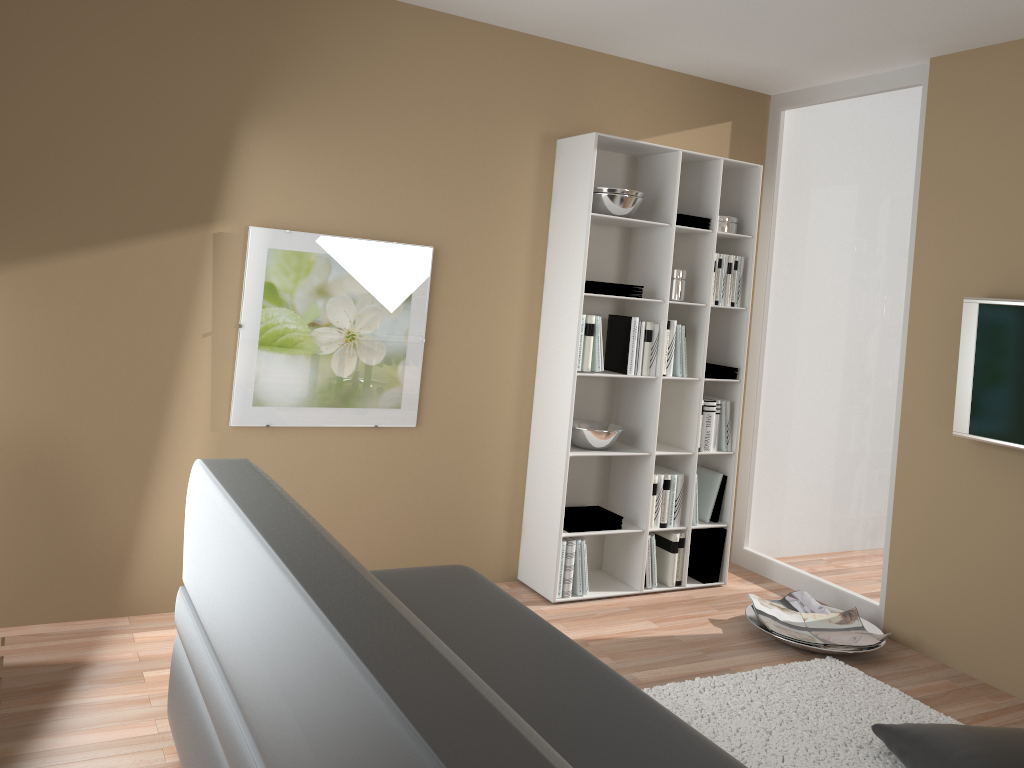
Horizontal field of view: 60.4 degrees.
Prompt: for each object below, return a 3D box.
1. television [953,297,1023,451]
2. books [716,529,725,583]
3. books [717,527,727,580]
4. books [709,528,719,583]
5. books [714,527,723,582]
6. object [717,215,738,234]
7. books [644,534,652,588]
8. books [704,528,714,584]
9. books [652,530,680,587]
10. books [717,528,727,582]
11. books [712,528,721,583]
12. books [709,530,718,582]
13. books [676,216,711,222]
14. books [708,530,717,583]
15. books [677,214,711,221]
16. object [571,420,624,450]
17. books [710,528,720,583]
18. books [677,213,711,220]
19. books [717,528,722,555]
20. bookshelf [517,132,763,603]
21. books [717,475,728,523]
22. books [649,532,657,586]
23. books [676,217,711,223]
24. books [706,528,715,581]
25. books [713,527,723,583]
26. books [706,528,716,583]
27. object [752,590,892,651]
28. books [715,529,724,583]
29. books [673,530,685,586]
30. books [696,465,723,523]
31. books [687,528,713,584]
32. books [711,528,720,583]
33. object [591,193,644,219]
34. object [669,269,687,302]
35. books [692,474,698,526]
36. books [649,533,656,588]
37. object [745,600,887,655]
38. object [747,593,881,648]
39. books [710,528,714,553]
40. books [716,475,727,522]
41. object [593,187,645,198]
[{"bbox_3d":[2.142,0.008,3.125,0.054,0.578,1.184,6,4,-29],"label":"television"},{"bbox_3d":[1.006,0.857,4.547,0.032,0.269,0.212,6,1,-29],"label":"books"},{"bbox_3d":[1.011,0.855,4.550,0.032,0.274,0.220,6,1,-29],"label":"books"},{"bbox_3d":[0.968,0.853,4.527,0.032,0.274,0.220,6,1,-29],"label":"books"},{"bbox_3d":[0.998,0.855,4.541,0.031,0.272,0.218,6,1,-29],"label":"books"},{"bbox_3d":[1.070,-0.820,4.557,0.191,0.090,0.192,6,5,13],"label":"object"},{"bbox_3d":[0.615,0.843,4.330,0.060,0.260,0.209,6,1,-29],"label":"books"},{"bbox_3d":[0.940,0.855,4.509,0.032,0.269,0.213,6,1,-29],"label":"books"},{"bbox_3d":[0.750,0.849,4.398,0.040,0.259,0.209,6,1,-29],"label":"books"},{"bbox_3d":[1.016,0.857,4.553,0.032,0.269,0.212,6,1,-29],"label":"books"},{"bbox_3d":[0.983,0.856,4.533,0.032,0.269,0.213,6,1,-29],"label":"books"},{"bbox_3d":[0.963,0.856,4.524,0.032,0.269,0.212,6,1,-29],"label":"books"},{"bbox_3d":[0.819,-0.831,4.444,0.209,0.008,0.300,1,7,-34],"label":"books"},{"bbox_3d":[0.958,0.855,4.521,0.032,0.269,0.212,6,1,-29],"label":"books"},{"bbox_3d":[0.817,-0.836,4.439,0.209,0.007,0.300,1,7,-34],"label":"books"},{"bbox_3d":[0.384,0.251,4.235,0.300,0.106,0.299,8,6,26],"label":"object"},{"bbox_3d":[0.973,0.856,4.529,0.032,0.269,0.212,6,1,-29],"label":"books"},{"bbox_3d":[0.819,-0.841,4.439,0.209,0.006,0.300,1,7,-34],"label":"books"},{"bbox_3d":[0.986,0.854,4.540,0.032,0.271,0.215,6,1,-29],"label":"books"},{"bbox_3d":[0.654,-0.088,4.382,1.034,2.144,0.334,5,-1,-29],"label":"bookshelf"},{"bbox_3d":[1.024,0.574,4.583,0.043,0.238,0.212,6,2,-29],"label":"books"},{"bbox_3d":[0.647,0.842,4.361,0.058,0.258,0.209,6,1,-29],"label":"books"},{"bbox_3d":[0.819,-0.826,4.444,0.209,0.008,0.300,1,7,-34],"label":"books"},{"bbox_3d":[0.947,0.853,4.519,0.032,0.271,0.215,6,1,-29],"label":"books"},{"bbox_3d":[0.990,0.854,4.542,0.032,0.271,0.215,6,1,-29],"label":"books"},{"bbox_3d":[0.954,0.853,4.517,0.031,0.272,0.218,6,1,-29],"label":"books"},{"bbox_3d":[1.353,1.061,3.900,0.341,0.096,0.503,2,7,-29],"label":"object"},{"bbox_3d":[1.002,0.857,4.545,0.032,0.269,0.212,6,1,-29],"label":"books"},{"bbox_3d":[0.783,0.849,4.421,0.040,0.259,0.209,6,1,-29],"label":"books"},{"bbox_3d":[0.986,0.568,4.565,0.085,0.246,0.209,5,2,-29],"label":"books"},{"bbox_3d":[0.934,0.855,4.508,0.032,0.269,0.212,6,1,-29],"label":"books"},{"bbox_3d":[0.978,0.856,4.532,0.032,0.269,0.212,6,1,-29],"label":"books"},{"bbox_3d":[0.484,-0.849,4.254,0.300,0.106,0.299,8,6,26],"label":"object"},{"bbox_3d":[0.818,-0.491,4.388,0.093,0.162,0.094,5,1,-15],"label":"object"},{"bbox_3d":[0.868,0.564,4.462,0.060,0.260,0.209,6,1,-29],"label":"books"},{"bbox_3d":[0.639,0.846,4.339,0.058,0.258,0.209,6,1,-29],"label":"books"},{"bbox_3d":[1.318,1.080,3.849,0.589,0.063,0.584,10,7,36],"label":"object"},{"bbox_3d":[1.318,1.049,3.864,0.499,0.096,0.344,5,6,1],"label":"object"},{"bbox_3d":[0.942,0.852,4.516,0.032,0.271,0.215,6,1,-29],"label":"books"},{"bbox_3d":[1.017,0.572,4.579,0.043,0.243,0.220,6,2,-29],"label":"books"},{"bbox_3d":[0.486,-0.876,4.255,0.300,0.106,0.299,8,6,26],"label":"object"}]
